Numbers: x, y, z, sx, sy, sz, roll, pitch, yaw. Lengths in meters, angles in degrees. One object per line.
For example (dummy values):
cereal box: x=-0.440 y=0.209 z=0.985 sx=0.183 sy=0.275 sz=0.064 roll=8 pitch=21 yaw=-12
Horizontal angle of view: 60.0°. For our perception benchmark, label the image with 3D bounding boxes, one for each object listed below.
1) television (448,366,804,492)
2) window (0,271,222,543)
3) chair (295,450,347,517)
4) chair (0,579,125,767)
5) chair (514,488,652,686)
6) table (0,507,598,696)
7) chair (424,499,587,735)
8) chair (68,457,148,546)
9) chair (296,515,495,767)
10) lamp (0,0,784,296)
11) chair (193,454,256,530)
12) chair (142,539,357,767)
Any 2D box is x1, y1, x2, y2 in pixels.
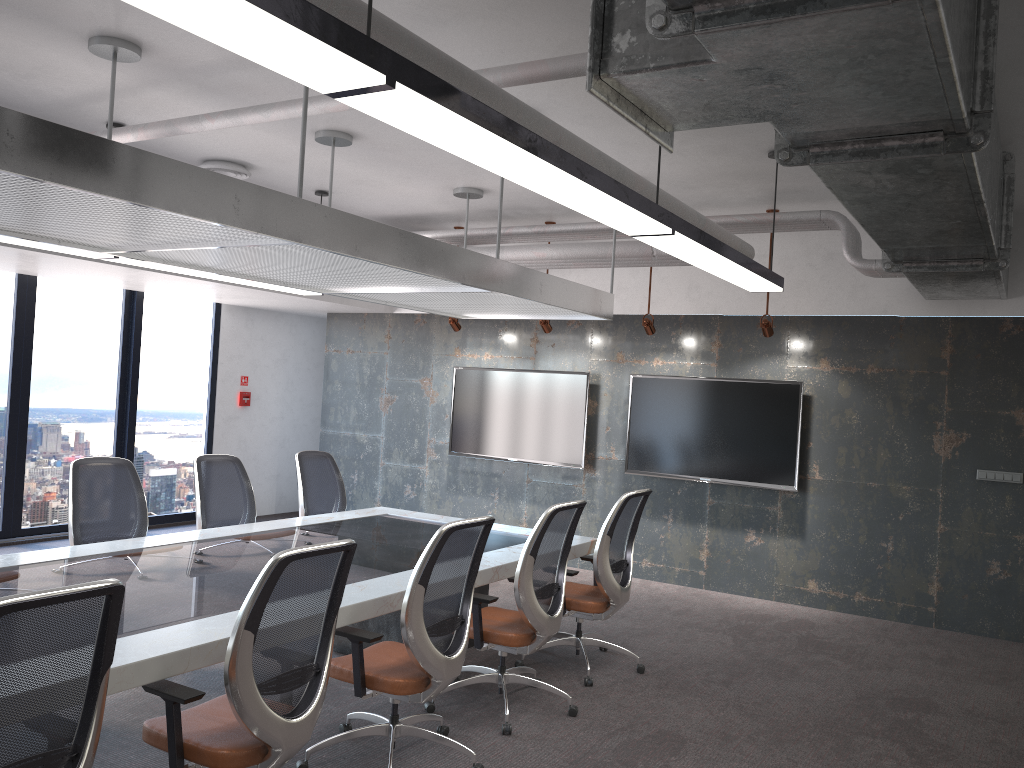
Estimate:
television: x=0.943 y=0.372 z=8.644 sx=3.667 sy=0.960 sz=0.101 roll=3 pitch=-1 yaw=31
window: x=-5.853 y=0.078 z=6.438 sx=0.121 sy=2.670 sz=9.225 roll=3 pitch=-1 yaw=31
chair: x=-1.291 y=1.120 z=6.769 sx=0.828 sy=1.166 sz=0.789 roll=3 pitch=-1 yaw=-5
chair: x=-1.472 y=1.065 z=2.368 sx=0.828 sy=1.166 sz=0.789 roll=3 pitch=-1 yaw=-5
chair: x=0.452 y=1.211 z=5.632 sx=0.828 sy=1.166 sz=0.789 roll=3 pitch=-1 yaw=-5
table: x=-1.630 y=1.279 z=4.161 sx=1.898 sy=0.745 sz=5.498 roll=3 pitch=-1 yaw=31
chair: x=-0.029 y=1.174 z=4.816 sx=0.828 sy=1.166 sz=0.789 roll=3 pitch=-1 yaw=-5
chair: x=-2.277 y=1.047 z=5.270 sx=0.828 sy=1.166 sz=0.789 roll=3 pitch=-1 yaw=1
chair: x=-0.510 y=1.138 z=4.000 sx=0.828 sy=1.166 sz=0.789 roll=3 pitch=-1 yaw=-5
lamp: x=-1.518 y=-1.245 z=4.107 sx=4.126 sy=0.908 sz=6.097 roll=3 pitch=-1 yaw=31
chair: x=-1.771 y=1.084 z=5.953 sx=0.828 sy=1.166 sz=0.789 roll=3 pitch=-1 yaw=-5
chair: x=-0.991 y=1.102 z=3.184 sx=0.828 sy=1.166 sz=0.789 roll=3 pitch=-1 yaw=-5
